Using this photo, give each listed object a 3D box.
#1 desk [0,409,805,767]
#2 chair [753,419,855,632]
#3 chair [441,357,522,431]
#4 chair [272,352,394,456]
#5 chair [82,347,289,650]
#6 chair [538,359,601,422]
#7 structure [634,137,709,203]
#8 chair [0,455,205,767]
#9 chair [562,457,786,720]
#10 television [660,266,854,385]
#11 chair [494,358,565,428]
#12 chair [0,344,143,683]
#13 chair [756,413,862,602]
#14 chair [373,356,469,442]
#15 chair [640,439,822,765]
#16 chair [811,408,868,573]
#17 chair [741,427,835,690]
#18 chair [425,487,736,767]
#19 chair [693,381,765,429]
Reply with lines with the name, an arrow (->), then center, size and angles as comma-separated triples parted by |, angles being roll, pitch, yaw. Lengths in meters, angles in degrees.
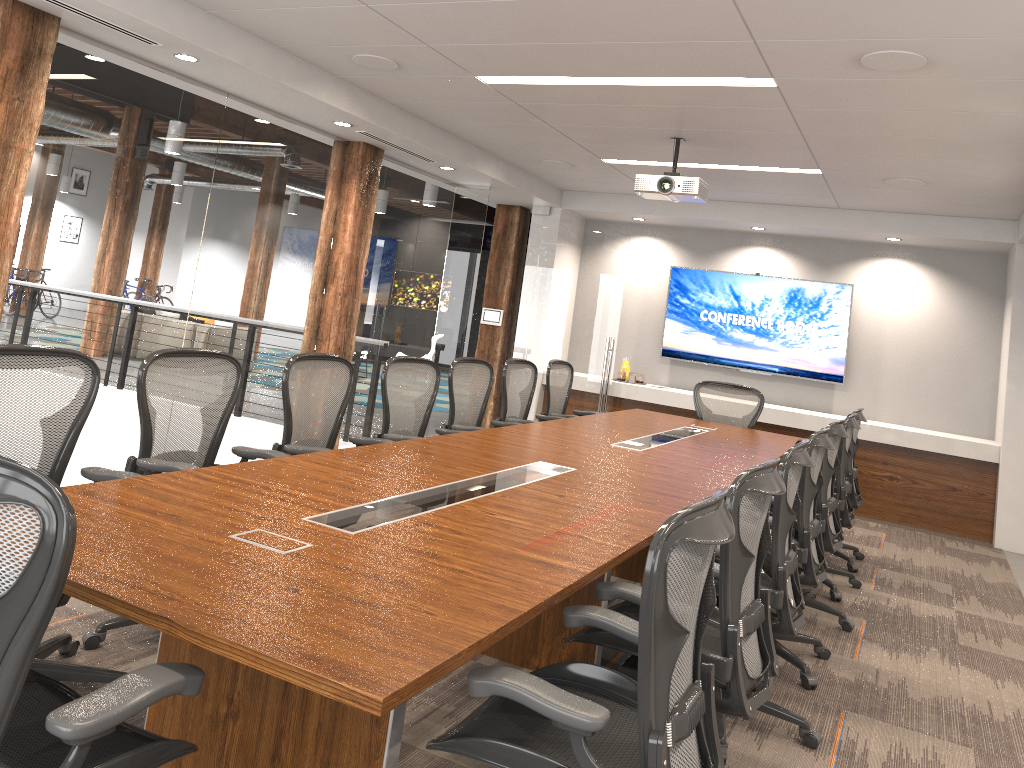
desk -> 0.376, 0.744, 4.402 | 1.416, 0.761, 5.959 | 9, 4, 25
chair -> 1.512, 0.703, 4.818 | 0.796, 1.106, 0.758 | 7, -3, 11
chair -> -0.109, 0.412, 5.647 | 0.766, 1.106, 0.788 | 7, -3, 18
chair -> -0.794, 0.434, 4.215 | 0.765, 1.106, 0.789 | 7, -3, 14
chair -> -1.203, 0.432, 3.552 | 0.795, 1.106, 0.759 | 7, -3, 7
chair -> 0.559, 0.387, 7.083 | 0.768, 1.106, 0.785 | 6, -3, 31
structure -> 1.166, -1.554, 6.285 | 0.464, 0.462, 0.312 | 7, -3, 25
chair -> -0.957, 0.623, 1.621 | 0.770, 1.106, 0.784 | 8, -3, -1
chair -> 0.459, 0.729, 2.711 | 0.768, 1.106, 0.786 | 7, -3, 25
television -> 2.566, -0.678, 9.241 | 1.926, 1.123, 0.063 | 9, -5, 25
chair -> 0.194, 0.391, 6.414 | 0.795, 1.106, 0.759 | 7, -3, 9
chair -> -1.510, 0.450, 2.811 | 0.792, 1.106, 0.762 | 8, -3, -1
chair -> 1.840, 0.685, 5.585 | 0.768, 1.106, 0.785 | 6, -3, 36
chair -> -0.453, 0.421, 4.955 | 0.796, 1.106, 0.758 | 7, -3, 11
chair -> 0.825, 0.725, 3.377 | 0.795, 1.106, 0.760 | 7, -3, 6
chair -> 2.172, 0.673, 6.300 | 0.767, 1.106, 0.787 | 6, -3, 27
chair -> 1.140, 0.706, 4.145 | 0.767, 1.106, 0.787 | 6, -3, 27
chair -> 0.139, 0.748, 1.940 | 0.798, 1.106, 0.756 | 7, -3, 19
chair -> 1.697, 0.546, 7.063 | 0.773, 1.106, 0.781 | 7, -3, 9
